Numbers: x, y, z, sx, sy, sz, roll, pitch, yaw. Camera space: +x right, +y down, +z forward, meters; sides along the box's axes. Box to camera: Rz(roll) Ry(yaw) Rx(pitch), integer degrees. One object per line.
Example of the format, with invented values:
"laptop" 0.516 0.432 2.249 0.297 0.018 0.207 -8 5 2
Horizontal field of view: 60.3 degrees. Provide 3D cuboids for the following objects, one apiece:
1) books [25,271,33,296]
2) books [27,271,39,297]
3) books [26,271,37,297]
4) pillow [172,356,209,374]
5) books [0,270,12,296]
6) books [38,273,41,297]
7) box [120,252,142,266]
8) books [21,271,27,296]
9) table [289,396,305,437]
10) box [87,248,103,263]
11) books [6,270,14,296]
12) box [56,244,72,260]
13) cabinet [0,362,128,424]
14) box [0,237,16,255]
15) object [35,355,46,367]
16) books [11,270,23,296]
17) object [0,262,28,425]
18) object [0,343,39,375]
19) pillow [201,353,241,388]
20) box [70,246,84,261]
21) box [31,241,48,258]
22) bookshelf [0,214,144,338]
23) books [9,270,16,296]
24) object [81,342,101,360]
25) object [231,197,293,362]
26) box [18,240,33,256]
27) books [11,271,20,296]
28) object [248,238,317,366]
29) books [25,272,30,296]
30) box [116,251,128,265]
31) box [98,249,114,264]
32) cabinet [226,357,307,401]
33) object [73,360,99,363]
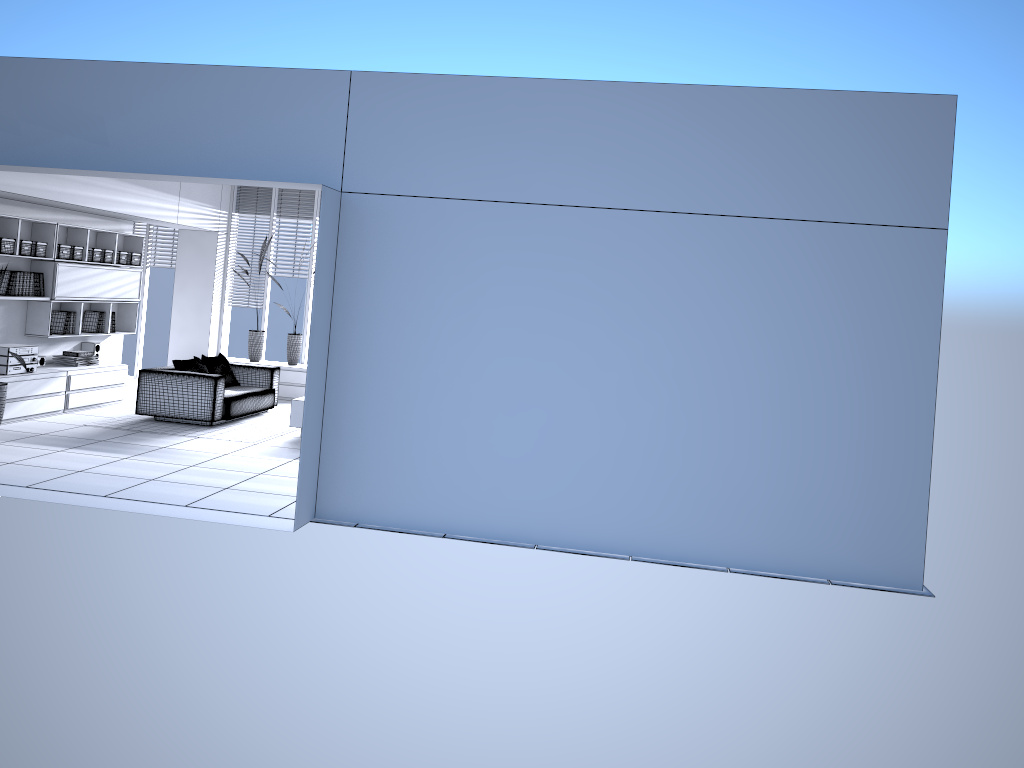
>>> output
"books" -5.163 -1.060 9.299 0.208 0.259 0.050 5 -1 9
"books" -5.146 -1.068 9.393 0.208 0.260 0.074 5 0 9
"books" -5.151 -1.065 9.362 0.208 0.260 0.074 5 0 9
"pillow" -3.507 -0.088 9.760 0.340 0.388 0.568 5 3 5
"books" -5.206 -1.030 8.962 0.208 0.258 0.072 5 0 8
"books" -5.137 -1.068 9.425 0.208 0.258 0.072 5 0 9
"box" -4.842 -1.574 11.064 0.281 0.162 0.217 5 3 8
"books" -5.174 -1.051 9.195 0.208 0.259 0.050 5 -1 9
"table" -1.867 0.334 9.573 0.651 0.388 1.203 5 5 8
"box" -4.959 -1.510 10.278 0.281 0.162 0.179 5 3 8
"books" -5.205 -1.035 8.995 0.208 0.260 0.074 5 0 8
"box" -5.043 -1.463 9.707 0.281 0.162 0.212 5 3 9
"cabinet" -5.049 0.061 9.495 0.574 0.448 2.275 5 5 8
"box" -5.173 -1.390 8.831 0.281 0.162 0.212 5 3 9
"object" -5.222 -0.242 9.524 0.177 0.119 0.329 5 5 8
"books" -5.187 -1.047 9.145 0.208 0.259 0.050 5 -1 9
"object" -4.843 -0.381 8.219 1.180 1.585 0.249 6 0 40
"object" -5.083 -0.256 8.914 0.347 0.269 0.431 5 4 8
"pillow" -3.421 -0.158 10.334 0.300 0.398 0.567 5 3 6
"box" -5.010 -1.481 9.932 0.281 0.162 0.175 5 2 9
"box" -5.100 -1.431 9.323 0.281 0.162 0.179 5 3 9
"bookshelf" -5.057 -1.155 9.813 0.328 1.249 2.824 4 4 8
"books" -5.201 -1.037 9.026 0.208 0.260 0.074 5 0 8
"object" -5.060 -0.385 10.585 0.177 0.231 0.119 5 0 8
"object" -3.453 -1.814 12.458 1.433 2.987 0.492 5 -1 37
"box" -5.134 -1.412 9.099 0.281 0.162 0.175 5 2 9
"books" -5.194 -1.043 9.093 0.208 0.259 0.050 5 -1 9
"object" -3.026 -1.180 12.047 1.551 1.865 0.692 5 0 3
"books" -5.173 -1.056 9.248 0.208 0.259 0.050 5 -1 9
"box" -4.882 -1.552 10.797 0.281 0.162 0.179 5 3 8
"box" -4.926 -1.528 10.498 0.281 0.162 0.179 5 3 8
"cabinet" -3.411 -0.068 12.235 1.677 0.450 0.598 5 3 8
"object" -4.996 -0.271 10.109 0.286 0.008 0.416 5 5 9
